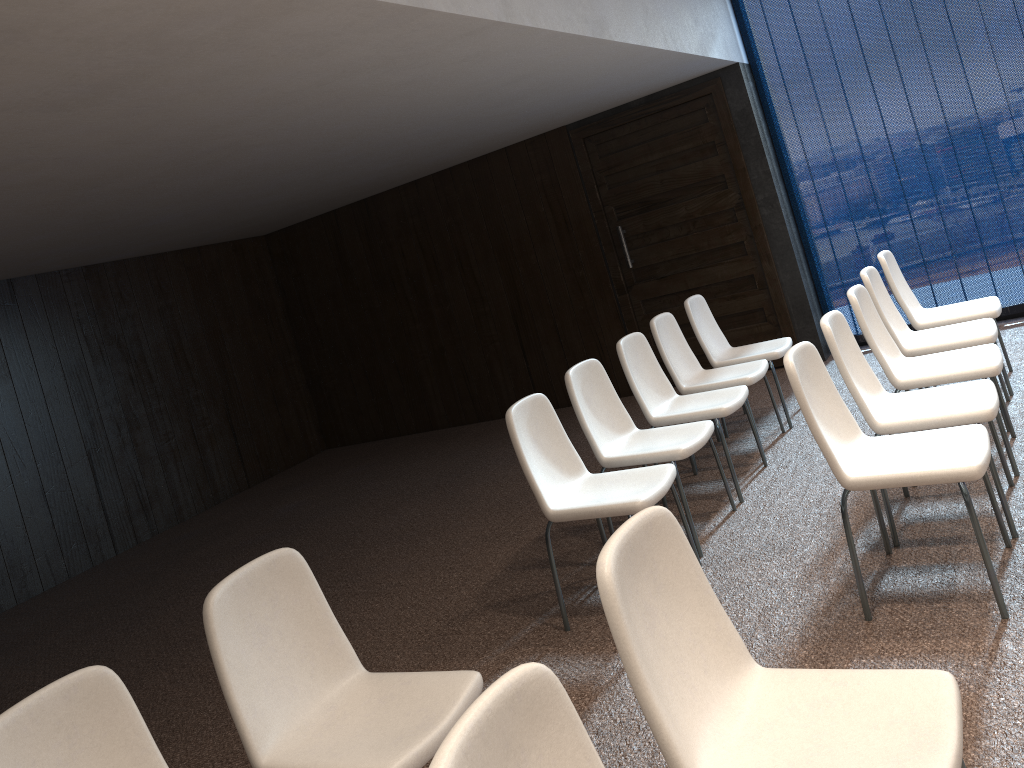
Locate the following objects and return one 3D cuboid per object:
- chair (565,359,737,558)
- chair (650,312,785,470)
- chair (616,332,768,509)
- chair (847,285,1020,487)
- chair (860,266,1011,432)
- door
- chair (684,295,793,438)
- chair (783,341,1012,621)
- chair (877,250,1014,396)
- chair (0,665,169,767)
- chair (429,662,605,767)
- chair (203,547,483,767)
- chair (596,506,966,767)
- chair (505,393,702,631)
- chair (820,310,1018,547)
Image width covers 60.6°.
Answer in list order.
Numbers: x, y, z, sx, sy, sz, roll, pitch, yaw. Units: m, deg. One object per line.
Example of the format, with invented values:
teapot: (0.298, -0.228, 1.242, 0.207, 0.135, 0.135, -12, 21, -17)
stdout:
chair: (0.659, 0.292, 4.193, 0.548, 0.898, 0.544, -15, 2, 34)
chair: (1.229, -0.031, 5.233, 0.548, 0.898, 0.543, -15, 2, 31)
chair: (0.966, 0.124, 4.710, 0.548, 0.898, 0.543, -15, 2, 32)
chair: (1.971, -0.072, 4.076, 0.548, 0.898, 0.543, -15, 2, 31)
chair: (2.248, -0.235, 4.617, 0.548, 0.898, 0.543, -15, 2, 32)
door: (1.446, -1.204, 7.404, 1.375, 2.401, 0.274, -15, 1, 31)
chair: (1.529, -0.192, 5.723, 0.548, 0.898, 0.543, -15, 2, 31)
chair: (1.359, 0.259, 3.059, 0.548, 0.898, 0.543, -15, 2, 33)
chair: (2.557, -0.403, 5.137, 0.548, 0.898, 0.543, -15, 2, 32)
chair: (-0.684, 1.052, 1.744, 0.548, 0.898, 0.543, -15, 2, 30)
chair: (0.289, 0.858, 1.153, 0.548, 0.898, 0.543, -15, 2, 30)
chair: (-0.392, 0.886, 2.281, 0.548, 0.898, 0.543, -15, 2, 31)
chair: (0.572, 0.691, 1.711, 0.548, 0.898, 0.543, -15, 2, 33)
chair: (0.379, 0.455, 3.648, 0.548, 0.898, 0.543, -15, 2, 30)
chair: (1.658, 0.098, 3.546, 0.548, 0.898, 0.543, -15, 2, 31)
